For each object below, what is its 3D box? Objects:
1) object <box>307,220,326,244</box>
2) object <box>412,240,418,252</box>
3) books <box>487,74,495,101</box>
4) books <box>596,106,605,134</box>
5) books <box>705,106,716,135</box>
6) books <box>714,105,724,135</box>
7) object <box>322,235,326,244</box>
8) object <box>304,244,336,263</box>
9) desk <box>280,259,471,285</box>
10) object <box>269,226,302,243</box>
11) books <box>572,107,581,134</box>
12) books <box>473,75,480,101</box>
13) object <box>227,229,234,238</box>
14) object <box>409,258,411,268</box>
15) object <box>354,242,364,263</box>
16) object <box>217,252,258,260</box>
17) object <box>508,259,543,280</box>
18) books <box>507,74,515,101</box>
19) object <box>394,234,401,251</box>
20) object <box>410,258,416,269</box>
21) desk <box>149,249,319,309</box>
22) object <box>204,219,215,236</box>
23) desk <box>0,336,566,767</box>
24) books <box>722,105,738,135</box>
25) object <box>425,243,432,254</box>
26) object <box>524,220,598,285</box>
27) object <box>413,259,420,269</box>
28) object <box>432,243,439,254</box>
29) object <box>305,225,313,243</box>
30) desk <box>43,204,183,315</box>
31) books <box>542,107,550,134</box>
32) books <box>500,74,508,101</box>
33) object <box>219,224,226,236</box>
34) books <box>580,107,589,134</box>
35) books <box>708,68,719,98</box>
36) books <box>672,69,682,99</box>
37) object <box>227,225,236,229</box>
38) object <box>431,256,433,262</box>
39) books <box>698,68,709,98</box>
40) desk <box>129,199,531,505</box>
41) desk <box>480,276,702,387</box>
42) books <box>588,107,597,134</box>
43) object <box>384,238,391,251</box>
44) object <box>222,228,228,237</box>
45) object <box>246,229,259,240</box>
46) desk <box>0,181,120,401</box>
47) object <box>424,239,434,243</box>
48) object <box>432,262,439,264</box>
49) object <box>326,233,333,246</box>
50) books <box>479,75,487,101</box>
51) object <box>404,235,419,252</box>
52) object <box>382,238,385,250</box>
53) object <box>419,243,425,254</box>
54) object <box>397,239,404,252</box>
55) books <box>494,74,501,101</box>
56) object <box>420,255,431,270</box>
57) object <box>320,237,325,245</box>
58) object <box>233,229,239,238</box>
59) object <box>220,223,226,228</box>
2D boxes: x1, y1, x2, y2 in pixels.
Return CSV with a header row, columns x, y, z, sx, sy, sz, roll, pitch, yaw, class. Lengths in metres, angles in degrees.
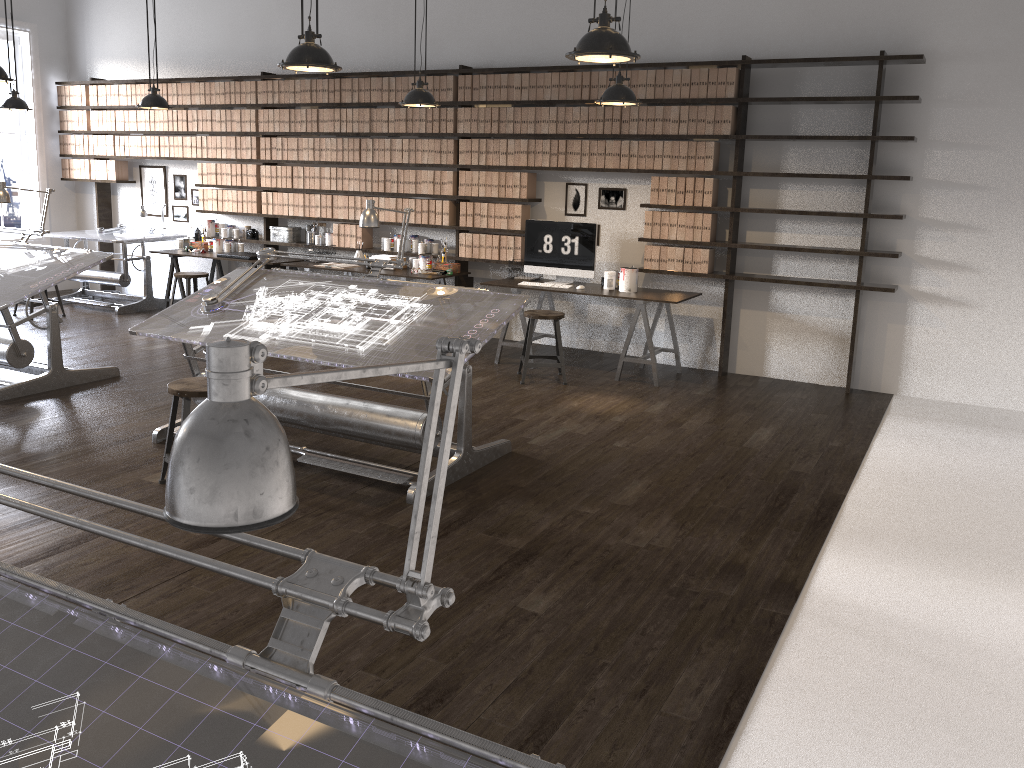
x,y,z,sx,sy,sz,roll,pitch,yaw,class
-1.989,-1.548,8.929,0.181,0.269,0.158,4,11,12,object
-0.915,-1.301,8.360,0.062,0.118,0.062,1,11,-4,object
-0.147,-2.574,7.724,0.067,0.223,0.175,7,13,27,books
0.755,-2.164,7.300,0.067,0.223,0.176,7,13,27,books
1.563,-2.039,6.877,0.067,0.224,0.176,7,13,27,books
1.624,-2.031,6.851,0.067,0.223,0.176,7,13,27,books
-1.879,-1.448,8.905,0.062,0.092,0.064,0,11,-10,object
-1.847,-1.258,8.534,0.204,0.159,0.286,8,14,27,object
-1.273,-0.740,8.196,1.673,0.663,0.660,9,13,27,desk
-2.327,-1.539,9.103,0.318,0.151,0.194,8,14,26,object
0.571,-2.192,7.394,0.067,0.223,0.175,7,13,27,books
-0.272,-2.594,7.789,0.067,0.223,0.176,7,13,27,books
-2.986,-1.598,9.395,0.062,0.092,0.064,4,12,13,object
-0.921,-1.122,8.206,0.062,0.093,0.062,-3,12,-21,object
-1.461,-1.254,8.468,0.101,0.207,0.102,-2,11,-17,object
-2.631,-1.261,8.714,0.447,0.033,0.314,9,15,27,object
0.118,-0.981,7.619,0.284,0.159,0.205,6,13,19,object
0.033,-2.546,7.629,0.067,0.223,0.176,7,13,27,books
-1.083,-1.348,8.467,0.095,0.160,0.094,7,12,23,object
-0.902,-1.106,8.142,0.063,0.092,0.063,-3,12,-21,object
-2.830,-0.979,9.002,1.673,0.663,0.660,9,13,27,desk
-3.241,-1.673,9.502,0.107,0.175,0.108,8,13,29,object
-0.435,0.643,0.826,2.074,1.374,1.084,8,13,27,desk
1.679,-2.022,6.821,0.067,0.223,0.176,7,13,27,books
-0.778,-1.264,8.263,0.063,0.094,0.064,-5,13,-30,object
0.411,-1.093,7.371,0.645,0.513,0.206,8,12,27,object
-0.874,-1.091,8.079,0.062,0.093,0.062,-1,12,-12,object
-0.719,-1.271,8.301,0.062,0.095,0.062,-5,13,-30,object
-2.079,-1.535,9.070,0.079,0.186,0.079,3,11,6,object
-4.280,-1.407,9.683,1.272,1.088,1.079,8,13,27,desk
0.322,-2.230,7.523,0.067,0.223,0.176,7,13,27,books
-0.028,-2.555,7.656,0.067,0.224,0.176,7,13,27,books
-3.116,-1.656,9.523,0.070,0.129,0.071,-3,12,-24,object
0.633,-2.182,7.358,0.067,0.223,0.176,7,13,27,books
1.572,-2.311,6.833,0.067,0.223,0.176,7,13,27,books
1.321,-2.349,6.961,0.067,0.223,0.175,7,13,27,books
-3.013,-1.641,9.515,0.094,0.127,0.095,-5,13,-31,object
-0.775,-1.113,8.130,0.095,0.127,0.094,7,12,23,object
1.505,-2.321,6.866,0.067,0.223,0.176,7,13,27,books
-0.967,-0.325,4.888,2.074,1.374,1.084,8,13,27,desk
0.617,-0.451,7.218,1.673,0.663,0.660,9,13,27,desk
0.697,-2.172,7.325,0.067,0.224,0.176,7,13,27,books
-1.182,-1.323,8.417,0.062,0.118,0.062,-1,11,-12,object
-3.053,-1.605,9.414,0.062,0.093,0.062,4,12,13,object
-2.733,-1.571,9.273,0.171,0.108,0.091,8,13,27,object
-3.926,-0.779,6.419,2.286,1.374,1.084,8,13,27,desk
-0.786,-1.306,8.386,0.094,0.128,0.095,5,12,15,object
-0.691,-1.059,7.998,0.060,0.088,0.060,9,13,31,object
-1.803,-1.435,8.801,0.095,0.127,0.094,10,14,34,object
-0.212,-2.583,7.753,0.067,0.223,0.175,7,13,27,books
-0.963,-1.333,8.418,0.094,0.160,0.207,8,14,28,object
-1.210,-1.338,8.480,0.063,0.117,0.063,-2,12,-21,object
-0.839,-1.259,8.235,0.062,0.095,0.062,-5,13,-30,object
-1.052,-1.304,8.354,0.062,0.118,0.062,1,11,-4,object
-0.085,-2.565,7.691,0.067,0.223,0.176,7,13,27,books
-0.783,-1.092,8.014,0.105,0.140,0.104,10,14,34,object
-1.849,-1.436,8.871,0.062,0.092,0.182,12,16,40,object
-2.920,-1.594,9.385,0.062,0.093,0.062,4,12,13,object
-3.133,-1.674,9.599,0.072,0.128,0.072,-1,11,-15,object
